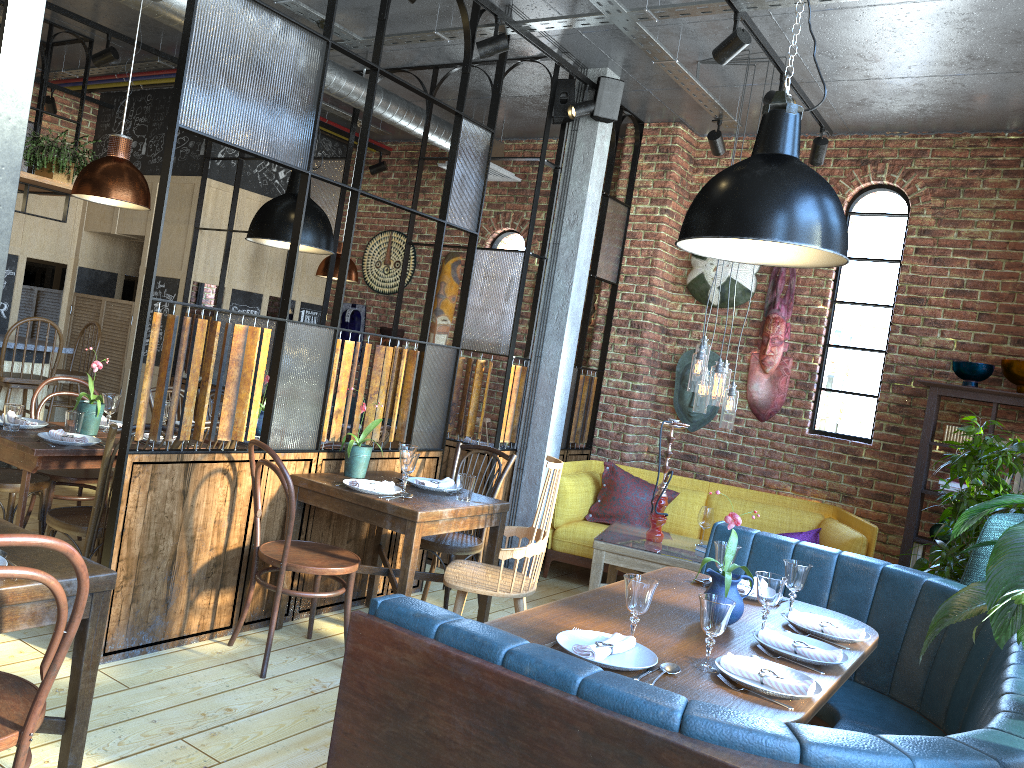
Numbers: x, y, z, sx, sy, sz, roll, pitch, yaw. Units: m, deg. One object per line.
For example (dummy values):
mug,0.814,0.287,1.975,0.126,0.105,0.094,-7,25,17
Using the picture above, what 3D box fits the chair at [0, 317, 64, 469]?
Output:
chair,-3.492,0.103,6.208,0.432,1.195,0.414,10,1,37

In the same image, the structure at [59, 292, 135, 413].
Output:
structure,-4.224,-0.309,5.885,1.286,0.994,4.934,9,2,5

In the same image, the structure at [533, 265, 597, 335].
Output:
structure,0.411,-0.686,7.256,0.616,0.726,0.121,10,1,34

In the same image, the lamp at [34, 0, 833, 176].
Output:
lamp,-2.156,-2.137,4.906,6.553,0.274,6.901,10,2,33

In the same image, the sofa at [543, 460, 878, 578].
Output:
sofa,1.251,1.068,5.919,2.055,0.763,0.766,9,1,19

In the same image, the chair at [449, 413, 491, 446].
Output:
chair,-0.316,0.704,5.995,0.553,1.005,0.436,9,1,20

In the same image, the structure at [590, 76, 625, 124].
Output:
structure,0.580,-1.765,5.479,0.161,0.268,0.189,9,1,-17

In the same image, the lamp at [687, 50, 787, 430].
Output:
lamp,1.184,-0.830,5.105,0.276,2.119,0.525,8,1,-33

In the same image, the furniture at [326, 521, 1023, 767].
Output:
furniture,0.817,1.059,2.651,1.428,0.822,2.494,10,2,33

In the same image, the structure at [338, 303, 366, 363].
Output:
structure,-1.585,-0.508,8.586,0.339,0.559,0.109,10,1,34

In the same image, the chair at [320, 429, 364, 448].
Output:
chair,-1.111,0.652,4.695,0.417,0.920,0.576,8,1,-40

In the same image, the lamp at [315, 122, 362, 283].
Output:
lamp,-1.385,-1.550,7.487,0.383,1.334,0.354,9,1,26

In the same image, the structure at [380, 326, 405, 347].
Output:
structure,-1.170,-0.203,8.265,0.272,0.655,0.153,10,1,34

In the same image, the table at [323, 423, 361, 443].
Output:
table,-1.727,0.642,7.495,0.778,0.603,0.710,10,2,33

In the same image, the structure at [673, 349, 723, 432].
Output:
structure,1.371,0.041,6.536,0.384,0.639,0.099,10,1,35

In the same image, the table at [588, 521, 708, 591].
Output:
table,0.952,1.176,5.010,0.965,0.508,0.727,9,1,19

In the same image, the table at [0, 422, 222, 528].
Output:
table,-2.104,0.606,4.324,0.761,0.727,0.984,10,2,33

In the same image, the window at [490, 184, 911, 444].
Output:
window,1.688,-0.447,3.645,3.433,2.429,8.547,9,2,-3

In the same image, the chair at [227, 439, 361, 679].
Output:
chair,-0.906,0.710,3.743,0.525,0.920,0.458,8,1,-35

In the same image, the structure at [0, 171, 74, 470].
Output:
structure,-4.586,-0.568,6.246,1.821,2.173,2.233,10,1,33

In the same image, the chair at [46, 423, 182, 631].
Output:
chair,-1.750,0.577,3.787,0.546,0.915,0.386,10,1,38

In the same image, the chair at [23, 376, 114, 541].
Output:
chair,-2.406,0.447,4.802,0.417,0.920,0.576,8,1,-40

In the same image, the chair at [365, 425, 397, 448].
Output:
chair,-1.039,0.650,5.178,0.537,0.915,0.393,9,1,18

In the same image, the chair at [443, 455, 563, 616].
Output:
chair,-0.061,0.801,3.893,0.455,1.005,0.531,9,1,4

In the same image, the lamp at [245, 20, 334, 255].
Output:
lamp,-1.208,-1.465,5.199,0.503,1.326,0.555,8,1,-44

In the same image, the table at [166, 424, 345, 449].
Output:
table,-1.534,0.670,5.241,0.761,0.727,0.984,10,2,33

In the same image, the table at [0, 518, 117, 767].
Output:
table,-1.552,0.753,2.133,0.785,0.727,0.717,10,1,33

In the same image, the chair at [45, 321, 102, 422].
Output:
chair,-3.582,0.067,7.024,0.456,1.195,0.392,10,1,42

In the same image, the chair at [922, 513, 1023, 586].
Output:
chair,1.839,1.042,4.071,0.773,1.097,1.077,8,1,-33

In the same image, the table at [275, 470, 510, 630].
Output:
table,-0.572,0.851,4.157,0.785,0.727,0.717,10,1,33

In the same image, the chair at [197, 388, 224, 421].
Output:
chair,-1.806,0.516,5.683,0.546,0.915,0.386,10,1,38

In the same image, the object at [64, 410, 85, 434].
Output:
object,-2.061,0.189,4.140,0.084,0.119,0.085,9,1,-5

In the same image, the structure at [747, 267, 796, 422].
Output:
structure,1.872,-0.290,6.293,0.223,1.146,0.231,9,1,-11

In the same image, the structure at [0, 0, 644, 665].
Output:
structure,-2.865,-0.842,4.931,6.209,3.326,5.681,9,1,17

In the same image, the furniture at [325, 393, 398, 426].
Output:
furniture,-1.808,0.508,7.820,1.510,0.822,1.424,10,2,33

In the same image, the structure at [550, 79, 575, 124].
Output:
structure,0.323,-1.811,5.658,0.187,0.268,0.163,9,1,6

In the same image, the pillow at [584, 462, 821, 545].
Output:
pillow,1.287,0.870,5.954,1.549,0.453,0.386,10,1,23

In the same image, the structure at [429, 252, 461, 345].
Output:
structure,-0.637,-0.649,7.956,0.242,1.120,0.089,10,1,34

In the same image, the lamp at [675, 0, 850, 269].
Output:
lamp,0.897,-1.071,2.813,0.504,1.326,0.554,8,1,-39

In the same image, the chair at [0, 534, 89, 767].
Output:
chair,-1.230,0.710,1.913,0.417,0.920,0.576,8,1,-40

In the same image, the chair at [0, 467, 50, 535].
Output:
chair,-2.572,0.432,4.380,0.530,0.915,0.399,9,1,8

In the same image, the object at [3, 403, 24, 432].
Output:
object,-2.299,0.154,4.057,0.086,0.119,0.083,9,1,9

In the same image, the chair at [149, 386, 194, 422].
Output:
chair,-1.975,0.500,5.317,0.545,0.915,0.387,10,1,33

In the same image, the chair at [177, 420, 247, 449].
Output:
chair,-1.633,0.583,4.229,0.546,0.915,0.386,10,1,38

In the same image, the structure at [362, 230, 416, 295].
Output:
structure,-1.183,-1.159,8.388,0.692,0.619,0.075,10,1,32

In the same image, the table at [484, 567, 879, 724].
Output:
table,0.576,1.100,2.819,0.861,0.661,1.470,10,2,33

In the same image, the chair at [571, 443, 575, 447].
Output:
chair,0.236,0.801,6.962,0.525,0.920,0.458,8,1,-35

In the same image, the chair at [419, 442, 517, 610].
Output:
chair,-0.313,0.779,4.605,0.422,0.915,0.500,9,1,27

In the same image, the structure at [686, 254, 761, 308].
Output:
structure,1.549,-0.824,6.499,0.556,0.521,0.141,10,1,34

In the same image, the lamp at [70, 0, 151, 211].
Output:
lamp,-1.820,-1.529,4.221,0.373,1.334,0.364,9,1,6
